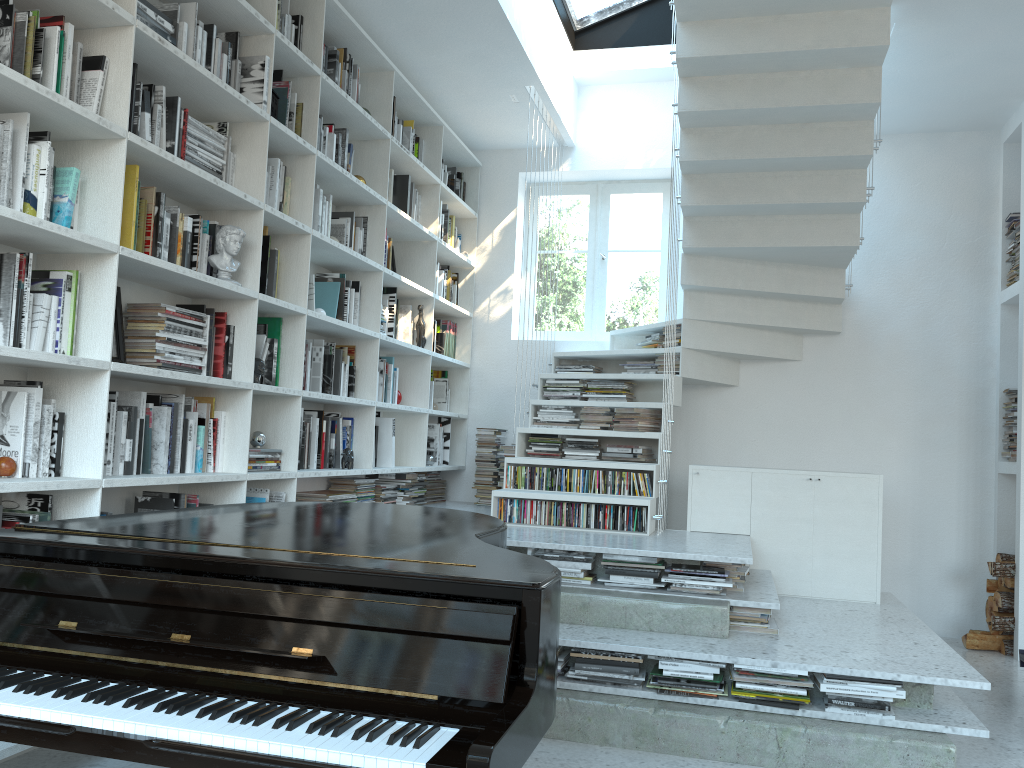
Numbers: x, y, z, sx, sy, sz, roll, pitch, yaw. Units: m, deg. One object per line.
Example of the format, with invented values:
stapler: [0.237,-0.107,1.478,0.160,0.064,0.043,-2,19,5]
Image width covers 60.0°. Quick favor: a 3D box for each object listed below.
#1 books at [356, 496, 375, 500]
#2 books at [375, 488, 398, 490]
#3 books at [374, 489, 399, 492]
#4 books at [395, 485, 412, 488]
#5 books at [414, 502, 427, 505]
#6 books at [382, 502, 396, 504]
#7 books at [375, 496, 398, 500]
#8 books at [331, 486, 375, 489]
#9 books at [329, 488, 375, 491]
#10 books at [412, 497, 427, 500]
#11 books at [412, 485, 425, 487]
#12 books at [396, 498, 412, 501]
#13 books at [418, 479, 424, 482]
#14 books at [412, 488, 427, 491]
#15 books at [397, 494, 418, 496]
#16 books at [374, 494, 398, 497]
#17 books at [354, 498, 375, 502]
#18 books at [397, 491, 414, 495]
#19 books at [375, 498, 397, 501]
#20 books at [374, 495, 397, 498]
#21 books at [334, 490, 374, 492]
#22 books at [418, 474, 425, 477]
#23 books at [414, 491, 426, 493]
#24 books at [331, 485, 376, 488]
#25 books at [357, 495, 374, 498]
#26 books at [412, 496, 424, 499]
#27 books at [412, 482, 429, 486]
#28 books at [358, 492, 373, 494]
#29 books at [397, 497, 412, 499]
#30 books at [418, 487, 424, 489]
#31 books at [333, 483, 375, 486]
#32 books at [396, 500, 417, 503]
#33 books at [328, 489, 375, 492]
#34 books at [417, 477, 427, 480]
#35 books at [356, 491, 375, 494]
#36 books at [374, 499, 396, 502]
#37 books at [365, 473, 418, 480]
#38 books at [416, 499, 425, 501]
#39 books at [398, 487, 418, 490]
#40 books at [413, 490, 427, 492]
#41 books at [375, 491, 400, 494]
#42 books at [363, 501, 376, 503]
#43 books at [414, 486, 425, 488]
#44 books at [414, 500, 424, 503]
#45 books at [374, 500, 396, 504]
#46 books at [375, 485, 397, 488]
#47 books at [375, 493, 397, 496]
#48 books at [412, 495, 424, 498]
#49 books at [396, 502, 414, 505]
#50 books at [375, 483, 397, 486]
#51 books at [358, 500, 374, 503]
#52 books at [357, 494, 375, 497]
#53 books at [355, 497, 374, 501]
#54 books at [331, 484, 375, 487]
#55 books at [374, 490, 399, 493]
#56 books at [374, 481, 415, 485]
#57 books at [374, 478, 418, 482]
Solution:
books: [-0.902,0.643,5.045,0.159,0.007,0.285,2,-4,10]
books: [-0.815,0.632,5.407,0.207,0.008,0.328,2,-4,17]
books: [-0.808,0.641,5.405,0.207,0.008,0.328,1,-4,19]
books: [-0.746,0.632,5.521,0.196,0.019,0.173,1,-4,19]
books: [-0.716,0.773,5.777,0.203,0.009,0.320,1,-4,19]
books: [-0.822,0.716,5.403,0.207,0.008,0.328,2,-4,14]
books: [-0.821,0.686,5.405,0.205,0.007,0.368,2,-4,16]
books: [-0.902,0.584,5.046,0.159,0.005,0.285,2,-4,11]
books: [-0.910,0.595,5.048,0.159,0.005,0.285,2,-4,14]
books: [-0.720,0.746,5.779,0.201,0.009,0.360,1,-4,18]
books: [-0.718,0.659,5.786,0.198,0.008,0.354,2,-4,13]
books: [-0.749,0.713,5.518,0.206,0.012,0.183,2,-4,14]
books: [-0.711,0.629,5.788,0.199,0.018,0.315,2,-4,11]
books: [-0.712,0.685,5.783,0.199,0.009,0.315,1,-4,19]
books: [-0.746,0.685,5.526,0.292,0.008,0.158,1,-4,18]
books: [-0.814,0.671,5.404,0.205,0.007,0.368,1,-4,18]
books: [-0.905,0.657,5.045,0.159,0.007,0.285,2,-4,11]
books: [-0.745,0.674,5.530,0.235,0.014,0.166,2,-4,15]
books: [-0.818,0.693,5.404,0.207,0.008,0.328,2,-4,13]
books: [-0.820,0.678,5.405,0.207,0.008,0.328,2,-4,16]
books: [-0.910,0.605,5.047,0.161,0.005,0.254,2,-4,14]
books: [-0.721,0.594,5.793,0.198,0.017,0.354,2,-4,15]
books: [-0.715,0.702,5.783,0.199,0.009,0.315,1,-4,18]
books: [-0.902,0.579,5.050,0.161,0.005,0.254,1,-4,18]
books: [-0.911,0.636,5.048,0.161,0.007,0.254,2,-4,16]
books: [-0.725,0.737,5.781,0.203,0.009,0.320,2,-4,14]
books: [-0.709,0.647,5.787,0.198,0.017,0.354,1,-4,19]
books: [-0.912,0.616,5.047,0.161,0.005,0.254,2,-4,15]
books: [-0.745,0.702,5.531,0.209,0.013,0.149,1,-4,18]
books: [-0.716,0.676,5.785,0.199,0.009,0.315,2,-4,12]
books: [-0.899,0.568,5.050,0.161,0.005,0.254,2,-4,10]
books: [-0.750,0.724,5.517,0.281,0.008,0.168,2,-4,11]
books: [-0.910,0.600,5.047,0.159,0.005,0.285,2,-4,16]
books: [-0.716,0.612,5.791,0.198,0.017,0.354,2,-4,17]
books: [-0.908,0.611,5.046,0.159,0.005,0.285,2,-4,13]
books: [-0.818,0.701,5.404,0.207,0.008,0.328,2,-4,17]
books: [-0.745,0.568,5.515,0.266,0.035,0.205,2,-4,16]
books: [-0.726,0.755,5.780,0.201,0.009,0.360,2,-4,16]
books: [-0.745,0.647,5.527,0.282,0.010,0.169,2,-4,14]
books: [-0.717,0.693,5.784,0.198,0.008,0.354,1,-4,18]
books: [-0.816,0.656,5.406,0.207,0.008,0.328,2,-4,17]
books: [-0.910,0.670,5.046,0.159,0.007,0.285,2,-4,17]
books: [-0.716,0.667,5.785,0.198,0.008,0.354,2,-4,12]
books: [-0.715,0.764,5.777,0.201,0.009,0.360,2,-4,10]
books: [-0.816,0.708,5.402,0.205,0.007,0.368,2,-4,12]
books: [-0.806,0.617,5.405,0.205,0.007,0.368,2,-4,10]
books: [-0.814,0.663,5.405,0.207,0.008,0.328,2,-4,12]
books: [-0.721,0.728,5.781,0.203,0.009,0.320,2,-4,13]
books: [-0.748,0.741,5.527,0.244,0.025,0.160,2,-4,14]
books: [-0.814,0.609,5.408,0.205,0.007,0.368,2,-4,17]
books: [-0.906,0.664,5.045,0.161,0.007,0.254,2,-4,11]
books: [-0.911,0.630,5.048,0.159,0.007,0.285,2,-4,16]
books: [-0.911,0.650,5.047,0.161,0.007,0.254,2,-4,16]
books: [-0.903,0.573,5.050,0.159,0.005,0.285,2,-4,12]
books: [-0.819,0.648,5.407,0.205,0.007,0.368,2,-4,14]
books: [-0.743,0.615,5.528,0.243,0.015,0.165,1,-4,18]
books: [-0.743,0.597,5.528,0.285,0.012,0.159,2,-4,11]
